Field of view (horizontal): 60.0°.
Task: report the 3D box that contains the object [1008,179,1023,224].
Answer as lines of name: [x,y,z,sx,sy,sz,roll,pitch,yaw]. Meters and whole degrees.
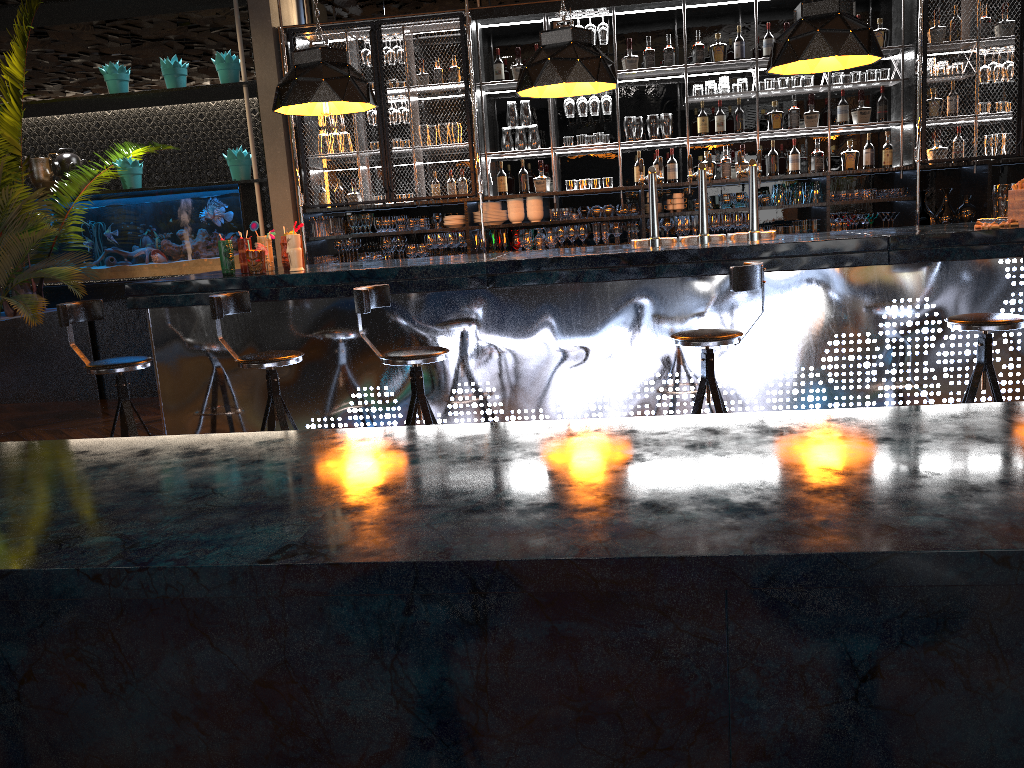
object: [2.805,-0.994,4.539,0.340,0.332,0.464,-2,11,10]

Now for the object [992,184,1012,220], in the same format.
object: [2.832,-1.046,5.122,0.105,0.209,0.105,3,12,32]

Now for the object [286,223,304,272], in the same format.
object: [-1.217,-0.768,4.986,0.081,0.264,0.099,2,12,27]

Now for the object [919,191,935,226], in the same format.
object: [3.379,-1.431,7.290,0.186,0.307,0.186,-2,11,13]

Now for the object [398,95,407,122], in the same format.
object: [-0.943,-2.368,7.620,0.081,0.213,0.081,-2,11,13]

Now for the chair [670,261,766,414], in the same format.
chair: [0.928,0.013,4.063,0.476,1.108,0.419,0,11,22]

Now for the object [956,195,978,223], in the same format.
object: [3.691,-1.405,7.200,0.158,0.248,0.158,-4,10,2]

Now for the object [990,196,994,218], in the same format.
object: [3.869,-1.392,7.110,0.079,0.231,0.079,6,14,42]

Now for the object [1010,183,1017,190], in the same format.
object: [2.809,-1.003,4.899,0.105,0.209,0.105,-7,11,-17]

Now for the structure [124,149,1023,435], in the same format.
structure: [0.947,-0.478,5.117,6.009,1.685,1.214,-3,11,7]

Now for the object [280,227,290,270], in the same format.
object: [-1.327,-0.803,5.240,0.080,0.254,0.091,-2,11,9]

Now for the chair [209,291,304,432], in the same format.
chair: [-1.187,0.105,4.347,0.476,1.108,0.419,-3,11,7]

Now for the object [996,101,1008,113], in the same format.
object: [3.938,-2.221,7.132,0.089,0.092,0.089,-2,11,8]

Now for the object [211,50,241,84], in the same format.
object: [-2.473,-2.741,7.725,0.265,0.325,0.245,-4,10,1]

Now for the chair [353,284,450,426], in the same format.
chair: [-0.462,0.094,4.138,0.476,1.108,0.419,-3,11,7]

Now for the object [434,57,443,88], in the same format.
object: [-0.633,-2.674,7.607,0.073,0.246,0.072,-5,11,-8]

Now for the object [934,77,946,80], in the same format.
object: [3.501,-2.545,7.257,0.089,0.092,0.089,-10,12,-31]

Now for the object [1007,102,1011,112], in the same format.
object: [4.020,-2.245,7.233,0.089,0.092,0.089,-7,11,-17]

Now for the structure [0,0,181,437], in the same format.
structure: [-4.399,-1.422,7.040,1.873,3.561,4.073,-2,11,9]

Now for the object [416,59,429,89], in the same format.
object: [-0.770,-2.666,7.626,0.108,0.244,0.108,-5,10,-4]

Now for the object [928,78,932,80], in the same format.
object: [3.382,-2.532,7.234,0.089,0.092,0.089,2,12,30]

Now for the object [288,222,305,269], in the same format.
object: [-1.255,-0.796,5.116,0.080,0.277,0.091,5,13,39]

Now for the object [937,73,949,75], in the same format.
object: [3.451,-2.514,7.107,0.089,0.092,0.089,3,12,32]

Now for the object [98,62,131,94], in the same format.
object: [-3.506,-2.694,7.854,0.265,0.325,0.245,-10,12,-28]

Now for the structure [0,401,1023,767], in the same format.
structure: [0.299,0.609,1.363,4.941,0.998,0.673,-3,11,7]

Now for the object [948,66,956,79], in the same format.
object: [3.600,-2.548,7.238,0.089,0.092,0.089,3,12,32]

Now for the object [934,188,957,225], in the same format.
object: [3.555,-1.442,7.267,0.170,0.313,0.170,-4,10,2]

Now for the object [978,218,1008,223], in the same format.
object: [2.860,-0.932,5.022,0.273,0.019,0.437,-3,11,7]

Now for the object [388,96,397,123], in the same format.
object: [-1.033,-2.364,7.632,0.081,0.213,0.081,-2,11,13]

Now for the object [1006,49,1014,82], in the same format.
object: [4.036,-2.574,7.156,0.092,0.244,0.092,-4,10,2]

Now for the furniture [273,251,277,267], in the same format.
furniture: [-6.383,-1.052,12.453,9.798,1.137,3.595,-3,11,7]

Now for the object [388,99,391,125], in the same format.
object: [-1.102,-2.388,7.783,0.081,0.213,0.081,-2,11,13]

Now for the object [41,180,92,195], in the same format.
object: [-4.095,-1.798,8.164,0.320,0.135,0.250,-3,11,7]

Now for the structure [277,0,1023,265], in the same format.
structure: [1.463,-1.873,7.326,6.750,3.553,1.143,-3,11,7]

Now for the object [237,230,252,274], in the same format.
object: [-1.550,-0.769,5.162,0.078,0.246,0.084,-3,10,6]

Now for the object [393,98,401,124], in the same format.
object: [-1.016,-2.391,7.772,0.081,0.213,0.081,-2,11,13]

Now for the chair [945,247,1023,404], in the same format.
chair: [2.140,-0.051,3.959,0.476,1.108,0.419,0,11,22]

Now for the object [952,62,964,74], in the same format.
object: [3.559,-2.516,7.082,0.089,0.092,0.089,-10,12,-31]

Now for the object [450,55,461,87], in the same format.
object: [-0.490,-2.680,7.589,0.073,0.246,0.072,0,11,22]

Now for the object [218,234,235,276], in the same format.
object: [-1.621,-0.734,5.029,0.086,0.237,0.084,1,12,26]

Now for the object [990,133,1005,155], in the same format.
object: [3.905,-1.905,7.132,0.105,0.209,0.105,-5,11,-8]

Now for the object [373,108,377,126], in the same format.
object: [-1.197,-2.383,7.795,0.081,0.213,0.081,-2,11,13]

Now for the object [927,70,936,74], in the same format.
object: [3.343,-2.526,7.092,0.089,0.092,0.089,3,12,32]

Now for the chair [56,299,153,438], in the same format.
chair: [-1.992,0.130,4.512,0.476,1.108,0.419,-3,11,7]

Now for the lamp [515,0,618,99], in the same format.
lamp: [0.264,-2.451,4.949,0.582,1.564,0.607,-3,11,7]

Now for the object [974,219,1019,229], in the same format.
object: [2.457,-0.811,4.516,0.198,0.045,0.377,7,15,45]

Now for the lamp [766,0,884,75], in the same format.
lamp: [1.633,-2.492,4.660,0.582,1.564,0.607,-3,11,7]

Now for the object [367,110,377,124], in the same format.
object: [-1.214,-2.356,7.654,0.081,0.213,0.081,-2,11,13]

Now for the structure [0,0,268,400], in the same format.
structure: [-4.173,-1.739,8.196,4.269,3.734,0.705,-3,11,7]

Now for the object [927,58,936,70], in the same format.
object: [3.341,-2.552,7.087,0.089,0.092,0.089,3,12,32]

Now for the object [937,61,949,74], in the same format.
object: [3.450,-2.533,7.103,0.089,0.092,0.089,3,12,32]

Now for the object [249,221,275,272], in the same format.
object: [-1.457,-0.813,5.226,0.116,0.298,0.105,4,13,38]

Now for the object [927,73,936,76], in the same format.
object: [3.345,-2.504,7.096,0.089,0.092,0.089,3,12,32]

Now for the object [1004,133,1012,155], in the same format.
object: [4.031,-1.922,7.178,0.105,0.209,0.105,-5,11,-8]

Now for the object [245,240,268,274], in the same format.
object: [-1.439,-0.720,5.008,0.110,0.191,0.131,0,11,19]

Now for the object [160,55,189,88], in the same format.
object: [-2.952,-2.719,7.788,0.255,0.325,0.244,3,13,34]

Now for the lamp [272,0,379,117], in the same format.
lamp: [-1.130,-2.340,5.004,0.582,1.606,0.607,-3,11,7]

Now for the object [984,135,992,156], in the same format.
object: [3.911,-1.926,7.245,0.105,0.209,0.105,-5,11,-8]
